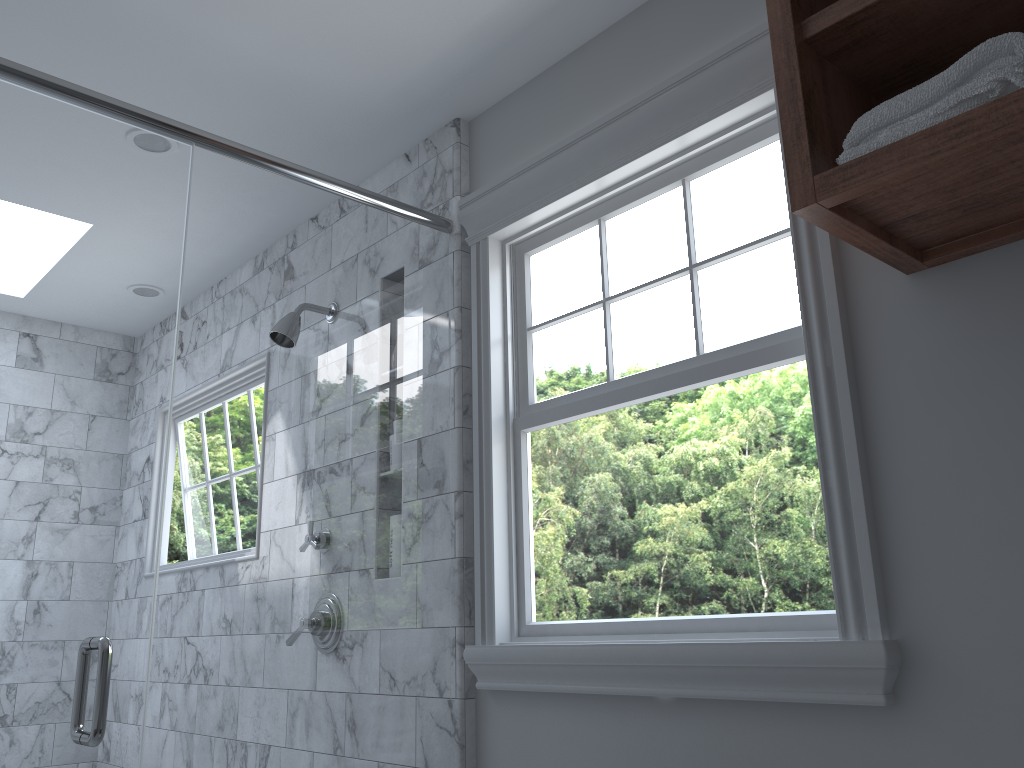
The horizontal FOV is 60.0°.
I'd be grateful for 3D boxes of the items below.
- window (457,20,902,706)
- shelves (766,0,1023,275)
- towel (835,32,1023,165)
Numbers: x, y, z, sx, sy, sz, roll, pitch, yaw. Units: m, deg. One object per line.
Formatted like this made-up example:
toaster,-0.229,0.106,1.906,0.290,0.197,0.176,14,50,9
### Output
window,0.268,0.005,1.901,0.149,1.248,1.040,13,-21,-40
shelves,0.731,-0.552,1.199,0.357,0.566,0.647,13,-21,-40
towel,0.629,-0.339,1.216,0.283,0.112,0.305,12,-21,-40
